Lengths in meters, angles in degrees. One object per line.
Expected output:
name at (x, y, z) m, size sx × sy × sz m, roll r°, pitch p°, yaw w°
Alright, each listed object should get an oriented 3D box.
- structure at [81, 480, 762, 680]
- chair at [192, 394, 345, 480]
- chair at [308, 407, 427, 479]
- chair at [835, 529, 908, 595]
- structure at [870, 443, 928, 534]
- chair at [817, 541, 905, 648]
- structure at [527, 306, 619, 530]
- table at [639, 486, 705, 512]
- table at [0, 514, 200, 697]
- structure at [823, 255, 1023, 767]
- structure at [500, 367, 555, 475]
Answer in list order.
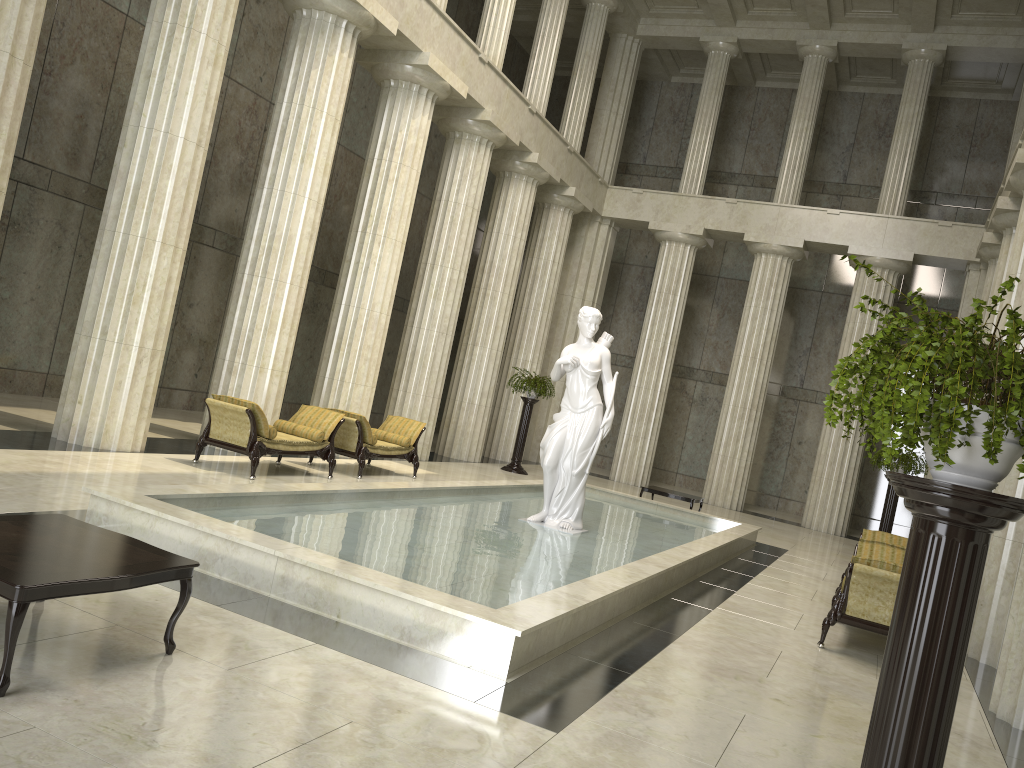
structure at (0.544, 1.936, 11.411) m, size 3.754 × 0.508 × 11.573 m, roll 12°, pitch -1°, yaw 23°
chair at (-3.230, 0.716, 12.012) m, size 0.993 × 0.950 × 2.172 m, roll 12°, pitch -1°, yaw 23°
chair at (-2.281, 0.949, 14.278) m, size 0.993 × 0.950 × 2.172 m, roll 12°, pitch -1°, yaw 23°
chair at (4.691, 2.410, 11.206) m, size 0.993 × 0.950 × 2.172 m, roll 12°, pitch -1°, yaw 23°
structure at (7.344, 2.320, 17.200) m, size 1.053 × 2.386 × 1.159 m, roll 12°, pitch -1°, yaw 28°
chair at (3.742, 2.177, 8.940) m, size 0.993 × 0.950 × 2.172 m, roll 12°, pitch -1°, yaw 23°
structure at (0.817, 0.508, 11.414) m, size 0.940 × 3.044 × 0.729 m, roll 12°, pitch -1°, yaw 18°
table at (3.150, 2.391, 17.605) m, size 1.134 × 0.494 × 1.123 m, roll 12°, pitch -1°, yaw 22°
table at (-2.379, 1.038, 4.411) m, size 1.134 × 0.494 × 1.123 m, roll 12°, pitch -1°, yaw 22°
structure at (1.347, 0.852, 2.838) m, size 1.053 × 2.386 × 1.159 m, roll 13°, pitch -1°, yaw -37°
structure at (0.305, 0.844, 20.309) m, size 1.159 × 2.386 × 1.053 m, roll 12°, pitch -1°, yaw 18°
